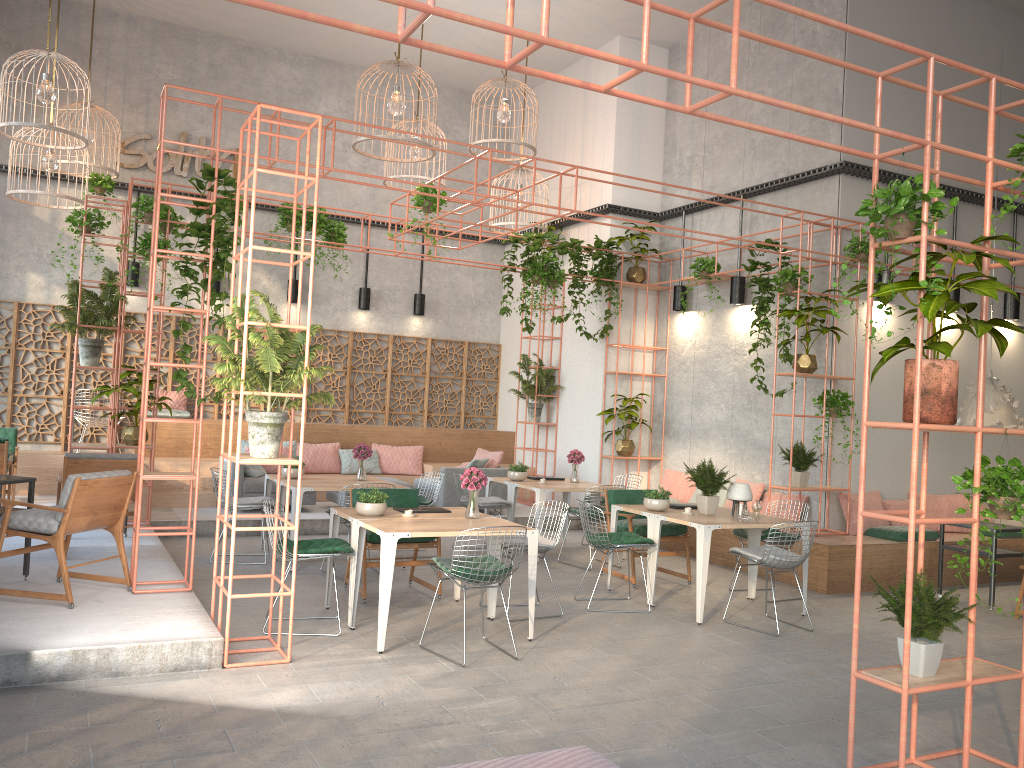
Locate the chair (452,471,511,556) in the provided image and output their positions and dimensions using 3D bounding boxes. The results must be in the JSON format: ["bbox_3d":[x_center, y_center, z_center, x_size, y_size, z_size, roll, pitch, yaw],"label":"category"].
[{"bbox_3d":[-0.368,1.519,10.491,0.717,0.941,0.565,3,-1,-11],"label":"chair"}]

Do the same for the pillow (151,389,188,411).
[{"bbox_3d":[-5.123,0.242,13.310,0.499,0.324,0.307,3,-1,-12],"label":"pillow"}]

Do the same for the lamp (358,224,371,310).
[{"bbox_3d":[-2.435,-1.957,14.827,0.185,1.436,0.185,3,-1,14],"label":"lamp"}]

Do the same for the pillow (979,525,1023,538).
[{"bbox_3d":[5.927,1.787,10.756,0.637,0.149,0.491,4,-2,-26],"label":"pillow"}]

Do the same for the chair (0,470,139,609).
[{"bbox_3d":[-3.251,1.086,6.483,0.685,0.914,0.722,3,-1,13],"label":"chair"}]

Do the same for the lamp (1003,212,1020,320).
[{"bbox_3d":[6.623,-1.559,11.710,0.179,1.425,0.185,4,-2,-27],"label":"lamp"}]

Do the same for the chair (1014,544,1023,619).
[{"bbox_3d":[5.237,1.771,8.238,0.722,0.929,0.685,4,-2,-27],"label":"chair"}]

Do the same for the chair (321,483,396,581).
[{"bbox_3d":[-1.515,1.415,8.784,0.565,0.941,0.717,4,-2,-31],"label":"chair"}]

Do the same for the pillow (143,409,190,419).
[{"bbox_3d":[-5.083,0.443,13.018,0.637,0.149,0.491,4,-2,-26],"label":"pillow"}]

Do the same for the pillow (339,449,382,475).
[{"bbox_3d":[-2.361,1.211,13.795,0.666,0.385,0.289,4,-2,-32],"label":"pillow"}]

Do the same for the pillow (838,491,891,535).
[{"bbox_3d":[4.110,1.493,10.300,0.839,0.474,0.276,4,-2,-37],"label":"pillow"}]

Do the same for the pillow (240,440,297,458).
[{"bbox_3d":[-3.409,1.023,12.367,0.839,0.474,0.276,4,-2,-27],"label":"pillow"}]

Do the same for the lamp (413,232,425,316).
[{"bbox_3d":[-1.565,-1.900,15.273,0.179,1.436,0.185,4,-2,-27],"label":"lamp"}]

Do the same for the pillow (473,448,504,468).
[{"bbox_3d":[-0.413,1.202,13.096,0.273,0.476,0.836,4,-2,-27],"label":"pillow"}]

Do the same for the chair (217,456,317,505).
[{"bbox_3d":[-3.305,1.290,11.953,1.127,0.586,1.056,4,-2,-27],"label":"chair"}]

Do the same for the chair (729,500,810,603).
[{"bbox_3d":[2.565,1.633,8.832,0.717,0.941,0.565,4,-2,-26],"label":"chair"}]

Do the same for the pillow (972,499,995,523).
[{"bbox_3d":[5.827,1.652,11.157,0.666,0.385,0.289,4,-2,-32],"label":"pillow"}]

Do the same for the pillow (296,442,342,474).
[{"bbox_3d":[-2.965,1.126,13.509,0.839,0.474,0.276,4,-2,-37],"label":"pillow"}]

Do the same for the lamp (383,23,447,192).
[{"bbox_3d":[-1.300,-4.558,12.662,0.883,3.476,0.883,2,-2,25],"label":"lamp"}]

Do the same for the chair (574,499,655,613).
[{"bbox_3d":[0.919,1.525,7.979,0.717,0.941,0.565,3,-1,-11],"label":"chair"}]

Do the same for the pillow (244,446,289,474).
[{"bbox_3d":[-3.354,1.054,12.226,0.666,0.385,0.289,4,-2,-27],"label":"pillow"}]

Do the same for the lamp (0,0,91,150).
[{"bbox_3d":[-5.007,-4.410,9.693,0.883,3.476,0.883,2,-2,25],"label":"lamp"}]

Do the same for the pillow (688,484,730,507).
[{"bbox_3d":[2.648,1.500,11.811,0.289,0.385,0.666,4,-2,-32],"label":"pillow"}]

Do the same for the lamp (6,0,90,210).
[{"bbox_3d":[-5.615,-3.976,10.936,0.883,3.476,0.883,2,-2,25],"label":"lamp"}]

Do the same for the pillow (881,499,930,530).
[{"bbox_3d":[4.688,1.577,10.573,0.666,0.385,0.289,4,-2,-32],"label":"pillow"}]

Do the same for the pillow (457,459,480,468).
[{"bbox_3d":[-0.708,1.251,13.078,0.479,0.317,0.441,2,-2,44],"label":"pillow"}]

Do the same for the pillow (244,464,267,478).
[{"bbox_3d":[-3.430,1.090,11.850,0.307,0.324,0.499,3,-1,8],"label":"pillow"}]

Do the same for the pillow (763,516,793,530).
[{"bbox_3d":[2.899,1.617,10.424,0.491,0.149,0.637,4,-2,-26],"label":"pillow"}]

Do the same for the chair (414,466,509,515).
[{"bbox_3d":[-0.742,1.491,12.810,1.052,0.672,1.127,4,-2,-27],"label":"chair"}]

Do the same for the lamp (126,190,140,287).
[{"bbox_3d":[-5.615,-2.167,13.197,0.185,1.436,0.185,3,-1,14],"label":"lamp"}]

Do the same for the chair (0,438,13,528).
[{"bbox_3d":[-5.715,1.019,9.374,0.722,0.929,0.685,4,-2,-27],"label":"chair"}]

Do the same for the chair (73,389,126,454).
[{"bbox_3d":[-5.083,0.532,10.901,0.565,0.941,0.717,4,-1,-18],"label":"chair"}]

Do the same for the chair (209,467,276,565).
[{"bbox_3d":[-2.798,1.359,9.246,0.717,0.941,0.565,3,-1,-11],"label":"chair"}]

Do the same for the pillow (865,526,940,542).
[{"bbox_3d":[4.389,1.685,9.968,0.637,0.149,0.491,4,-2,-26],"label":"pillow"}]

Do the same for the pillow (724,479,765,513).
[{"bbox_3d":[2.922,1.452,11.234,0.276,0.474,0.839,3,-1,-7],"label":"pillow"}]

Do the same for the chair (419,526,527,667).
[{"bbox_3d":[-0.263,1.419,6.234,0.565,0.941,0.717,4,-2,-31],"label":"chair"}]

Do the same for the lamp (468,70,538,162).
[{"bbox_3d":[-0.033,-4.737,11.516,0.883,3.476,0.883,2,-2,25],"label":"lamp"}]

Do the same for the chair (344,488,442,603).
[{"bbox_3d":[-1.072,1.424,7.984,0.722,0.917,0.685,4,-2,-27],"label":"chair"}]

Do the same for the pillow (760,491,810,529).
[{"bbox_3d":[3.232,1.503,10.670,0.289,0.385,0.666,4,-2,-32],"label":"pillow"}]

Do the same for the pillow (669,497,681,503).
[{"bbox_3d":[1.957,1.613,12.263,0.491,0.149,0.637,4,-2,-26],"label":"pillow"}]

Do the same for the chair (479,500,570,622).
[{"bbox_3d":[0.100,1.471,7.548,0.717,0.941,0.565,4,-2,-26],"label":"chair"}]

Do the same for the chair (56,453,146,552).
[{"bbox_3d":[-3.814,1.091,8.215,0.722,0.929,0.685,4,-2,-27],"label":"chair"}]

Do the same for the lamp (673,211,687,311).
[{"bbox_3d":[2.424,-1.758,12.665,0.185,1.425,0.179,4,-2,-27],"label":"lamp"}]

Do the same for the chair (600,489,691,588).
[{"bbox_3d":[1.393,1.586,9.266,0.722,0.917,0.685,4,-2,-27],"label":"chair"}]

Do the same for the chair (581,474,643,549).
[{"bbox_3d":[1.278,1.627,11.344,0.717,0.941,0.565,4,-2,-26],"label":"chair"}]

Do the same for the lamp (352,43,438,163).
[{"bbox_3d":[-1.161,-4.211,9.468,0.883,3.476,0.883,2,-2,25],"label":"lamp"}]

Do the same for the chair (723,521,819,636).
[{"bbox_3d":[2.202,1.582,7.517,0.565,0.941,0.717,4,-2,-31],"label":"chair"}]

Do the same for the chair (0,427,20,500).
[{"bbox_3d":[-6.609,1.015,11.120,0.722,0.929,0.685,4,-2,-27],"label":"chair"}]

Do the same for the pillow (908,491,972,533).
[{"bbox_3d":[5.268,1.568,10.845,0.839,0.474,0.276,3,-1,-7],"label":"pillow"}]

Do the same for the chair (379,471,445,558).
[{"bbox_3d":[-1.152,1.467,10.099,0.717,0.941,0.565,4,-2,-26],"label":"chair"}]

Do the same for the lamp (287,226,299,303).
[{"bbox_3d":[-3.491,-2.027,14.286,0.185,1.436,0.185,3,-1,14],"label":"lamp"}]

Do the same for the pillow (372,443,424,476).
[{"bbox_3d":[-1.827,1.201,14.092,0.839,0.474,0.276,3,-1,-7],"label":"pillow"}]

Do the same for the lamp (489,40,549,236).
[{"bbox_3d":[0.181,-4.042,13.396,0.883,3.476,0.883,2,-2,25],"label":"lamp"}]

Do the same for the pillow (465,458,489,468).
[{"bbox_3d":[-0.550,1.230,12.652,0.308,0.349,0.495,2,-2,23],"label":"pillow"}]

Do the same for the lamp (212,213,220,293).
[{"bbox_3d":[-4.580,-2.098,13.728,0.185,1.436,0.185,3,-1,14],"label":"lamp"}]

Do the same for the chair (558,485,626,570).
[{"bbox_3d":[0.915,1.575,10.030,0.565,0.941,0.717,4,-2,-31],"label":"chair"}]

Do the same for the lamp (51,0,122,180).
[{"bbox_3d":[-5.825,-4.674,12.314,0.883,3.476,0.883,2,-2,25],"label":"lamp"}]

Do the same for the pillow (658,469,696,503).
[{"bbox_3d":[2.376,1.452,12.394,0.276,0.474,0.839,4,-2,-37],"label":"pillow"}]

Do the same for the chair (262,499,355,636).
[{"bbox_3d":[-1.546,1.362,6.696,0.717,0.941,0.565,3,-1,-11],"label":"chair"}]

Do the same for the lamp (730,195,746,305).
[{"bbox_3d":[2.975,-1.756,11.589,0.185,1.425,0.179,4,-2,-27],"label":"lamp"}]
